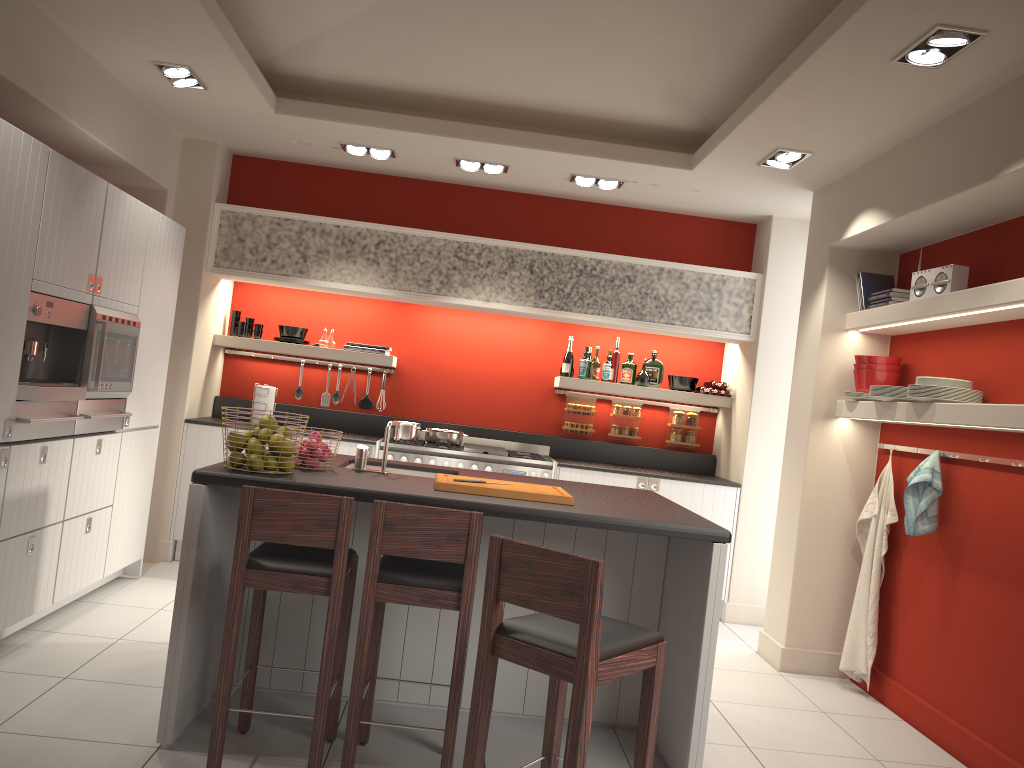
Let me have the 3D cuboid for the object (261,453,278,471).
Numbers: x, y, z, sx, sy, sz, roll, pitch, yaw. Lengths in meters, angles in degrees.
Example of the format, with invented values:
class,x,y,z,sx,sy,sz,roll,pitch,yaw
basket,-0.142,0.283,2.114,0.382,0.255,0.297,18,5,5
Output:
class,x,y,z,sx,sy,sz,roll,pitch,yaw
object,-0.958,0.308,3.493,0.068,0.068,0.068,7,-1,8

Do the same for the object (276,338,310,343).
class,x,y,z,sx,sy,sz,roll,pitch,yaw
object,-1.734,-0.337,6.981,0.280,0.016,0.280,7,-1,-4

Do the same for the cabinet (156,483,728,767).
class,x,y,z,sx,sy,sz,roll,pitch,yaw
cabinet,-0.283,0.997,4.028,2.034,1.011,1.423,7,-1,-3

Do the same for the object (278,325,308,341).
class,x,y,z,sx,sy,sz,roll,pitch,yaw
object,-1.727,-0.393,6.982,0.233,0.108,0.232,6,-1,38

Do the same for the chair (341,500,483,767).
class,x,y,z,sx,sy,sz,roll,pitch,yaw
chair,-0.356,0.932,3.311,0.383,1.008,0.474,7,-1,-1

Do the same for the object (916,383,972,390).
class,x,y,z,sx,sy,sz,roll,pitch,yaw
object,2.141,0.019,4.403,0.255,0.015,0.255,7,-1,-22

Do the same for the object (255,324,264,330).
class,x,y,z,sx,sy,sz,roll,pitch,yaw
object,-1.969,-0.426,6.890,0.070,0.076,0.070,8,-1,-32

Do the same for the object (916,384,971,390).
class,x,y,z,sx,sy,sz,roll,pitch,yaw
object,2.140,0.024,4.403,0.255,0.015,0.255,7,-1,-22

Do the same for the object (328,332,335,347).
class,x,y,z,sx,sy,sz,roll,pitch,yaw
object,-1.432,-0.345,7.015,0.077,0.134,0.076,7,-1,-20

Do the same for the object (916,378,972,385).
class,x,y,z,sx,sy,sz,roll,pitch,yaw
object,2.144,-0.005,4.404,0.255,0.015,0.255,7,-1,-22

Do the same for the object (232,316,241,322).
class,x,y,z,sx,sy,sz,roll,pitch,yaw
object,-2.178,-0.494,6.986,0.070,0.076,0.070,8,-1,-32

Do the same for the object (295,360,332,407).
class,x,y,z,sx,sy,sz,roll,pitch,yaw
object,-1.585,-0.003,7.097,0.287,0.351,0.022,7,-1,-2

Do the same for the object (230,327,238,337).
class,x,y,z,sx,sy,sz,roll,pitch,yaw
object,-2.189,-0.407,6.984,0.070,0.076,0.070,8,-1,-32

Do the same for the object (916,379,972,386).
class,x,y,z,sx,sy,sz,roll,pitch,yaw
object,2.143,0.000,4.404,0.255,0.015,0.255,7,-1,-22

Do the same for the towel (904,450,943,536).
class,x,y,z,sx,sy,sz,roll,pitch,yaw
towel,2.139,0.564,4.602,0.179,0.452,0.209,6,-2,37

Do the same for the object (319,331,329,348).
class,x,y,z,sx,sy,sz,roll,pitch,yaw
object,-1.469,-0.351,6.935,0.076,0.131,0.076,6,-2,39

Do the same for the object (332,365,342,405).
class,x,y,z,sx,sy,sz,roll,pitch,yaw
object,-1.395,0.007,7.110,0.067,0.323,0.022,7,-1,-4

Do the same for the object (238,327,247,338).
class,x,y,z,sx,sy,sz,roll,pitch,yaw
object,-2.083,-0.396,6.834,0.070,0.076,0.070,8,-1,-32

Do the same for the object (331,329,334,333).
class,x,y,z,sx,sy,sz,roll,pitch,yaw
object,-1.421,-0.419,7.018,0.026,0.032,0.023,7,-1,-21

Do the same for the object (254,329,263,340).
class,x,y,z,sx,sy,sz,roll,pitch,yaw
object,-1.975,-0.382,6.889,0.070,0.076,0.070,8,-1,-32

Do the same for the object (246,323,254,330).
class,x,y,z,sx,sy,sz,roll,pitch,yaw
object,-2.073,-0.437,6.991,0.070,0.076,0.070,8,-1,-32

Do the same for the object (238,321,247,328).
class,x,y,z,sx,sy,sz,roll,pitch,yaw
object,-2.078,-0.440,6.835,0.070,0.076,0.070,8,-1,-32

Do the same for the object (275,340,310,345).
class,x,y,z,sx,sy,sz,roll,pitch,yaw
object,-1.736,-0.321,6.981,0.280,0.016,0.280,7,-1,-4

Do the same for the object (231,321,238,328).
class,x,y,z,sx,sy,sz,roll,pitch,yaw
object,-2.183,-0.450,6.985,0.070,0.076,0.070,8,-1,-32

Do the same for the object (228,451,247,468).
class,x,y,z,sx,sy,sz,roll,pitch,yaw
object,-1.068,0.294,3.454,0.068,0.068,0.068,7,-1,8

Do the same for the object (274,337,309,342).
class,x,y,z,sx,sy,sz,roll,pitch,yaw
object,-1.733,-0.342,6.981,0.280,0.016,0.280,7,-1,-4

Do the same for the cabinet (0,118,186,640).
class,x,y,z,sx,sy,sz,roll,pitch,yaw
cabinet,-2.515,0.058,4.417,0.716,2.250,2.557,7,-1,-3

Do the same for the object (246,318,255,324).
class,x,y,z,sx,sy,sz,roll,pitch,yaw
object,-2.068,-0.481,6.992,0.070,0.076,0.070,8,-1,-32

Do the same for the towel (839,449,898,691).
class,x,y,z,sx,sy,sz,roll,pitch,yaw
towel,2.036,1.041,5.096,0.141,1.362,0.341,7,-1,-3

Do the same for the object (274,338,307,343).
class,x,y,z,sx,sy,sz,roll,pitch,yaw
object,-1.734,-0.331,6.981,0.280,0.016,0.280,7,-1,-4

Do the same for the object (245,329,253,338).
class,x,y,z,sx,sy,sz,roll,pitch,yaw
object,-2.078,-0.393,6.990,0.070,0.076,0.070,8,-1,-32

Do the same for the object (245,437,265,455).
class,x,y,z,sx,sy,sz,roll,pitch,yaw
object,-1.005,0.248,3.467,0.076,0.077,0.076,8,-1,-38

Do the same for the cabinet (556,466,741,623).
class,x,y,z,sx,sy,sz,roll,pitch,yaw
cabinet,0.921,1.173,6.786,1.361,0.993,0.687,7,-1,-3

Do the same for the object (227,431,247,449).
class,x,y,z,sx,sy,sz,roll,pitch,yaw
object,-1.069,0.219,3.449,0.077,0.068,0.076,7,-1,-10

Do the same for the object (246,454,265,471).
class,x,y,z,sx,sy,sz,roll,pitch,yaw
object,-0.989,0.303,3.417,0.068,0.068,0.068,7,-1,8

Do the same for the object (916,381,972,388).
class,x,y,z,sx,sy,sz,roll,pitch,yaw
object,2.142,0.010,4.404,0.255,0.015,0.255,7,-1,-22

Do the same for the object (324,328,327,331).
class,x,y,z,sx,sy,sz,roll,pitch,yaw
object,-1.460,-0.426,6.936,0.024,0.031,0.023,6,-1,39

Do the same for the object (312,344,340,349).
class,x,y,z,sx,sy,sz,roll,pitch,yaw
object,-1.457,-0.292,6.973,0.160,0.027,0.183,6,-1,25

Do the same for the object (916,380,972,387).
class,x,y,z,sx,sy,sz,roll,pitch,yaw
object,2.143,0.005,4.404,0.255,0.015,0.255,7,-1,-22

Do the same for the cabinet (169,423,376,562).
class,x,y,z,sx,sy,sz,roll,pitch,yaw
cabinet,-1.722,0.851,6.644,1.361,0.993,0.687,7,-1,-3

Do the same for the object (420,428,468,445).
class,x,y,z,sx,sy,sz,roll,pitch,yaw
object,-0.529,0.410,6.879,0.309,0.105,0.309,6,-1,25

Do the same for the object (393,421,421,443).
class,x,y,z,sx,sy,sz,roll,pitch,yaw
object,-0.781,0.355,6.542,0.201,0.148,0.201,7,-1,-10

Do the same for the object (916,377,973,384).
class,x,y,z,sx,sy,sz,roll,pitch,yaw
object,2.145,-0.010,4.404,0.255,0.015,0.255,7,-1,-22

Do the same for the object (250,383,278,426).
class,x,y,z,sx,sy,sz,roll,pitch,yaw
object,-1.836,0.155,6.542,0.163,0.304,0.168,6,-1,26

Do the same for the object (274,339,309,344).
class,x,y,z,sx,sy,sz,roll,pitch,yaw
object,-1.735,-0.326,6.981,0.280,0.016,0.280,7,-1,-4

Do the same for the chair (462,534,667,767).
class,x,y,z,sx,sy,sz,roll,pitch,yaw
chair,0.168,0.985,2.696,0.383,1.008,0.474,6,-2,37

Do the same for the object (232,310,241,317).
class,x,y,z,sx,sy,sz,roll,pitch,yaw
object,-2.173,-0.538,6.987,0.070,0.076,0.070,8,-1,-32

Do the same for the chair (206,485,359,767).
class,x,y,z,sx,sy,sz,roll,pitch,yaw
chair,-0.813,0.876,3.287,0.383,1.008,0.474,7,-1,-3

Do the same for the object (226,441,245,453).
class,x,y,z,sx,sy,sz,roll,pitch,yaw
object,-1.093,0.238,3.512,0.076,0.077,0.076,8,-1,-38
